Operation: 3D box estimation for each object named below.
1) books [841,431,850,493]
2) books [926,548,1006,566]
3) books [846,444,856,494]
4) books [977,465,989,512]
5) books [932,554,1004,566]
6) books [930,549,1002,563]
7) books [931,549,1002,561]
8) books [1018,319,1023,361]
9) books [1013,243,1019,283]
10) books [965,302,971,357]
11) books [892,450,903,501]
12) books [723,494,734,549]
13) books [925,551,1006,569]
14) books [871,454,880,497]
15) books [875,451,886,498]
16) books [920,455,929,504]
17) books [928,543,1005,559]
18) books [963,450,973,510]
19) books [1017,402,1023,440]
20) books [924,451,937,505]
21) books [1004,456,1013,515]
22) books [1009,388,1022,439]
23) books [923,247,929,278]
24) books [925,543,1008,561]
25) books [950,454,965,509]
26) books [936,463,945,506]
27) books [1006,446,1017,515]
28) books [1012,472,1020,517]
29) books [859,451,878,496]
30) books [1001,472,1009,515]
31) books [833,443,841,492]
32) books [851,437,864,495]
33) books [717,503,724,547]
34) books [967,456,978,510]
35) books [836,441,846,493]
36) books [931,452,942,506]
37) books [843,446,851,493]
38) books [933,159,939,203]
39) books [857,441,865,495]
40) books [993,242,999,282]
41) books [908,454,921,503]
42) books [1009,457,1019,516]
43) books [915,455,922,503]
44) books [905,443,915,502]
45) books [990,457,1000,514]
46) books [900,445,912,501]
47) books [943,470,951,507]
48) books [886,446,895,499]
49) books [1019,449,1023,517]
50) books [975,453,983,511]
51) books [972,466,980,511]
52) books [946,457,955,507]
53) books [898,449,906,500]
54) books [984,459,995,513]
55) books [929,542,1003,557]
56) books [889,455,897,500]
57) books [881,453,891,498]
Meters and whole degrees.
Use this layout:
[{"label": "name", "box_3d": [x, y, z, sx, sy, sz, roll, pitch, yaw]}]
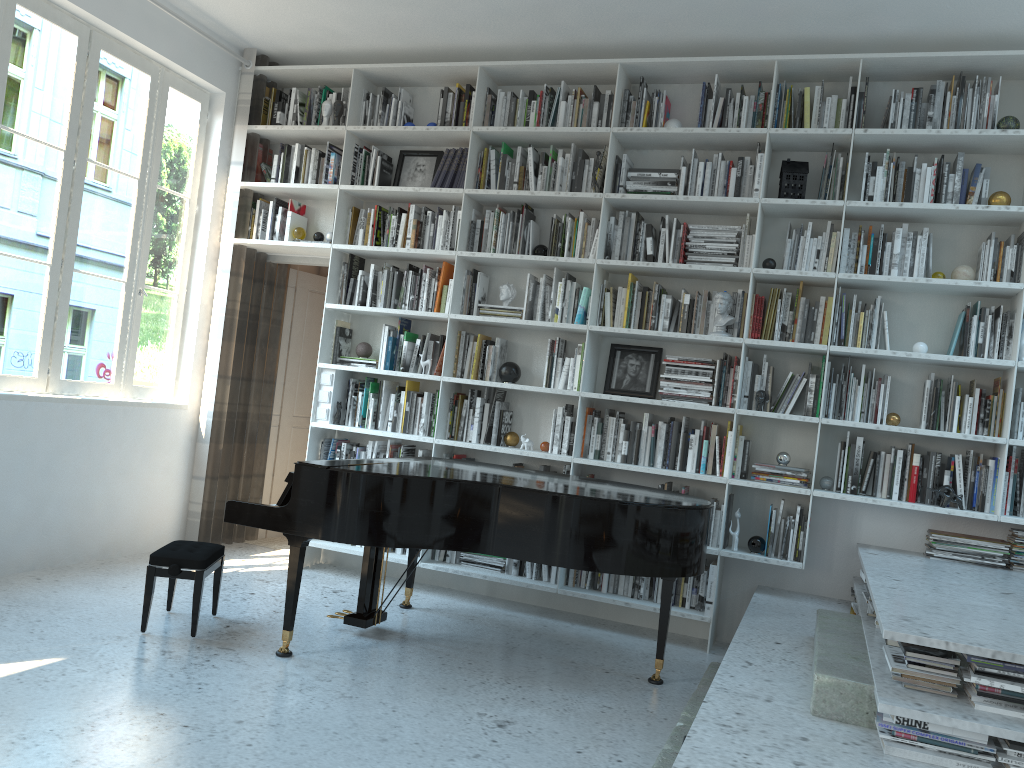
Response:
[{"label": "books", "box_3d": [1.723, 0.403, 4.590, 0.010, 0.316, 0.187, 7, -1, 20]}, {"label": "books", "box_3d": [2.242, 0.854, 4.397, 0.345, 0.007, 0.193, 6, -1, 25]}, {"label": "books", "box_3d": [1.749, 0.436, 4.580, 0.023, 0.256, 0.178, 7, -1, 20]}, {"label": "books", "box_3d": [2.316, 0.513, 4.378, 0.025, 0.228, 0.176, 7, -1, 20]}, {"label": "books", "box_3d": [2.243, 0.862, 4.400, 0.308, 0.008, 0.195, 6, -1, 16]}, {"label": "books", "box_3d": [2.244, 0.847, 4.400, 0.308, 0.008, 0.195, 6, -1, 24]}, {"label": "books", "box_3d": [2.247, 0.840, 4.405, 0.308, 0.008, 0.195, 6, -1, 22]}, {"label": "books", "box_3d": [2.497, -0.202, 4.346, 0.027, 0.221, 0.184, 7, -1, 20]}, {"label": "books", "box_3d": [2.480, -0.573, 4.398, 0.013, 0.221, 0.155, 7, -1, 20]}, {"label": "books", "box_3d": [2.283, -0.259, 4.460, 0.016, 0.290, 0.135, 7, -1, 20]}, {"label": "books", "box_3d": [1.957, 0.461, 4.513, 0.025, 0.252, 0.181, 7, -1, 20]}, {"label": "books", "box_3d": [1.158, 0.731, 4.741, 0.012, 0.285, 0.159, 7, -1, 20]}, {"label": "books", "box_3d": [2.242, 0.869, 4.399, 0.345, 0.007, 0.193, 6, -1, 24]}, {"label": "books", "box_3d": [1.866, 0.469, 4.553, 0.011, 0.217, 0.175, 7, -1, 20]}, {"label": "books", "box_3d": [1.889, 0.463, 4.555, 0.029, 0.234, 0.142, 7, -1, 20]}, {"label": "books", "box_3d": [2.082, 0.480, 4.489, 0.021, 0.242, 0.131, 7, -1, 20]}, {"label": "books", "box_3d": [2.248, 0.825, 4.397, 0.308, 0.008, 0.195, 6, -1, 15]}, {"label": "books", "box_3d": [2.264, 0.475, 4.416, 0.013, 0.294, 0.134, 7, -1, 20]}, {"label": "books", "box_3d": [2.484, 0.184, 4.347, 0.023, 0.186, 0.159, 7, -1, 20]}, {"label": "books", "box_3d": [2.099, 0.472, 4.466, 0.026, 0.262, 0.173, 7, -1, 20]}, {"label": "books", "box_3d": [2.425, 0.496, 4.363, 0.012, 0.286, 0.158, 7, -1, 20]}, {"label": "books", "box_3d": [2.475, 0.150, 4.364, 0.012, 0.254, 0.161, 7, -1, 20]}, {"label": "books", "box_3d": [2.113, -0.597, 4.549, 0.015, 0.189, 0.103, 7, -1, 20]}, {"label": "books", "box_3d": [2.249, 0.833, 4.405, 0.345, 0.007, 0.193, 6, -1, 18]}, {"label": "books", "box_3d": [2.221, 0.483, 4.421, 0.070, 0.266, 0.186, 7, -1, 20]}, {"label": "books", "box_3d": [2.146, 0.503, 4.457, 0.022, 0.211, 0.135, 7, -1, 20]}, {"label": "books", "box_3d": [2.439, 0.472, 4.355, 0.014, 0.337, 0.132, 7, -1, 20]}, {"label": "books", "box_3d": [2.472, 0.538, 4.355, 0.033, 0.213, 0.140, 7, -1, 20]}, {"label": "books", "box_3d": [1.831, 0.458, 4.565, 0.065, 0.231, 0.162, 7, -1, 20]}, {"label": "books", "box_3d": [2.396, 0.532, 4.351, 0.027, 0.208, 0.164, 7, -1, 20]}, {"label": "books", "box_3d": [1.694, 0.432, 4.619, 0.012, 0.254, 0.161, 7, -1, 20]}, {"label": "books", "box_3d": [1.775, 0.420, 4.570, 0.030, 0.294, 0.188, 7, -1, 20]}, {"label": "books", "box_3d": [1.131, 0.757, 4.757, 0.025, 0.228, 0.133, 7, -1, 20]}, {"label": "books", "box_3d": [2.278, 0.491, 4.411, 0.021, 0.264, 0.150, 7, -1, 20]}, {"label": "books", "box_3d": [1.704, 0.428, 4.594, 0.023, 0.262, 0.186, 7, -1, 20]}, {"label": "books", "box_3d": [2.126, 0.475, 4.464, 0.026, 0.263, 0.169, 7, -1, 20]}, {"label": "books", "box_3d": [1.738, 0.444, 4.609, 0.015, 0.240, 0.152, 7, -1, 20]}, {"label": "books", "box_3d": [2.164, -1.002, 4.554, 0.010, 0.272, 0.120, 7, -1, 20]}, {"label": "books", "box_3d": [1.796, 0.431, 4.572, 0.010, 0.277, 0.174, 7, -1, 20]}, {"label": "books", "box_3d": [2.410, -0.584, 4.442, 0.011, 0.227, 0.131, 7, -1, 20]}, {"label": "books", "box_3d": [2.028, 0.473, 4.487, 0.031, 0.244, 0.184, 7, -1, 20]}, {"label": "books", "box_3d": [2.450, 0.499, 4.352, 0.015, 0.287, 0.138, 7, -1, 20]}, {"label": "books", "box_3d": [2.058, 0.480, 4.491, 0.025, 0.238, 0.156, 7, -1, 20]}, {"label": "books", "box_3d": [2.010, 0.447, 4.491, 0.012, 0.293, 0.175, 7, -1, 20]}, {"label": "books", "box_3d": [2.368, 0.496, 4.368, 0.025, 0.272, 0.171, 7, -1, 20]}, {"label": "books", "box_3d": [2.005, 0.451, 4.516, 0.012, 0.285, 0.159, 7, -1, 20]}, {"label": "books", "box_3d": [2.164, 0.520, 4.443, 0.025, 0.181, 0.169, 7, -1, 20]}, {"label": "books", "box_3d": [1.931, 0.451, 4.534, 0.014, 0.268, 0.171, 7, -1, 20]}, {"label": "books", "box_3d": [2.500, 0.484, 4.347, 0.013, 0.327, 0.130, 7, -1, 20]}, {"label": "books", "box_3d": [2.312, 0.486, 4.414, 0.012, 0.282, 0.143, 7, -1, 20]}, {"label": "books", "box_3d": [2.288, 0.514, 4.394, 0.013, 0.220, 0.168, 7, -1, 20]}, {"label": "books", "box_3d": [2.185, 0.488, 4.439, 0.012, 0.249, 0.164, 7, -1, 20]}, {"label": "books", "box_3d": [1.987, 0.461, 4.536, 0.016, 0.261, 0.098, 7, -1, 20]}, {"label": "books", "box_3d": [2.343, 0.501, 4.376, 0.026, 0.258, 0.157, 7, -1, 20]}, {"label": "books", "box_3d": [2.253, 0.818, 4.410, 0.308, 0.008, 0.195, 6, -1, 20]}, {"label": "books", "box_3d": [1.943, 0.476, 4.534, 0.012, 0.221, 0.153, 7, -1, 20]}, {"label": "books", "box_3d": [1.912, 0.469, 4.543, 0.024, 0.228, 0.160, 7, -1, 20]}]
